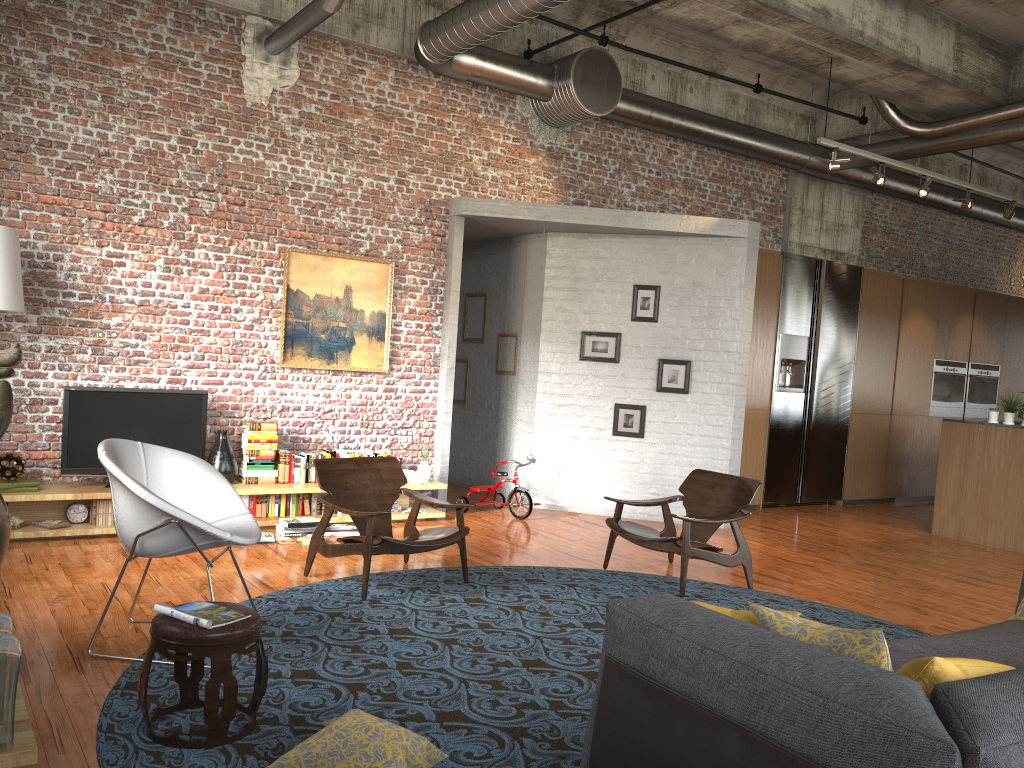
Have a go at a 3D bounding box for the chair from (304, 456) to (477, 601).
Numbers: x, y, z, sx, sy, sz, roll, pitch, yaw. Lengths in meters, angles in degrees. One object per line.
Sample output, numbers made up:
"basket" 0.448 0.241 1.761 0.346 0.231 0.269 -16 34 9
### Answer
"chair" -0.848 0.956 6.093 0.875 0.794 1.041 2 3 -44

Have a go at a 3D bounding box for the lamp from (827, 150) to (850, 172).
"lamp" 3.143 -2.159 8.597 0.260 0.211 0.102 4 3 -4

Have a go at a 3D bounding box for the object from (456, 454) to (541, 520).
"object" 6.370 1.463 8.613 20.842 0.658 8.751 3 2 -34

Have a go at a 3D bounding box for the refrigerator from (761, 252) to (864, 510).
"refrigerator" 3.366 -0.009 11.245 1.518 3.056 1.209 2 4 -34

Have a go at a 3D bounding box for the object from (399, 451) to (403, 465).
"object" -1.083 0.781 8.630 0.057 0.273 0.057 5 3 16

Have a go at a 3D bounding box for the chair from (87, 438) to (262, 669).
"chair" -1.709 0.818 4.554 0.806 1.032 1.056 4 2 5

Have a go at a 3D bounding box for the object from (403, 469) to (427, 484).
"object" -0.923 0.878 8.386 0.251 0.123 0.123 4 2 11

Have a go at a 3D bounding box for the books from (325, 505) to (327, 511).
"books" -1.685 1.087 7.969 0.036 0.156 0.108 2 4 -34

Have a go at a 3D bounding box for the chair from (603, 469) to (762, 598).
"chair" 1.283 1.084 6.705 1.044 0.794 0.873 2 3 -33

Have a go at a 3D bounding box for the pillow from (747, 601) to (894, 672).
"pillow" 0.959 0.858 2.605 0.260 0.447 0.535 2 3 -27

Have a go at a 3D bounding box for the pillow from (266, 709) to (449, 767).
"pillow" -0.559 1.356 3.255 0.503 0.248 0.481 5 2 22

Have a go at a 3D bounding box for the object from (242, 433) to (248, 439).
"object" -2.194 0.454 7.704 0.249 0.032 0.178 3 2 -34

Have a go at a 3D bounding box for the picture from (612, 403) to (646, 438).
"picture" 1.222 0.383 9.248 0.329 0.341 0.015 5 3 16

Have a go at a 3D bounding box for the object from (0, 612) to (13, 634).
"object" -1.644 0.856 2.743 0.163 0.362 0.162 2 4 -31

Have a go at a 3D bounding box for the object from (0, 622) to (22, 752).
"object" -1.515 0.869 2.552 0.163 0.362 0.162 2 4 -36

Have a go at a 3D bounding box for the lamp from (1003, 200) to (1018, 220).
"lamp" 5.838 -2.028 10.404 0.102 0.251 0.165 3 3 -9

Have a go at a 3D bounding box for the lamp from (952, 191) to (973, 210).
"lamp" 5.100 -2.063 9.970 0.102 0.211 0.260 1 3 -39

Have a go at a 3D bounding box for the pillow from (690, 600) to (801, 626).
"pillow" 0.800 0.859 2.895 0.434 0.319 0.168 5 3 30

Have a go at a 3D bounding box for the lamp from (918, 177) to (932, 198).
"lamp" 4.414 -2.097 9.481 0.182 0.241 0.102 2 4 -39

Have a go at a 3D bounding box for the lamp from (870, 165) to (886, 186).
"lamp" 3.756 -2.128 9.075 0.102 0.228 0.198 3 3 -24

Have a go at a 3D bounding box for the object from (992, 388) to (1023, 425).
"object" 5.076 0.223 9.056 0.362 0.382 0.305 4 3 0

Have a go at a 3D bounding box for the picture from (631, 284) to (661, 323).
"picture" 1.382 -0.832 9.160 0.278 0.382 0.015 5 3 14

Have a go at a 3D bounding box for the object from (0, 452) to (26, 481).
"object" -3.731 0.613 6.582 0.215 0.208 0.216 1 3 -45

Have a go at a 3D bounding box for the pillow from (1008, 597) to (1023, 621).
"pillow" 2.498 0.927 3.943 0.260 0.447 0.535 2 3 -27

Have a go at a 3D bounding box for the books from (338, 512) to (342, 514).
"books" -1.581 1.061 8.050 0.040 0.219 0.133 2 4 -34

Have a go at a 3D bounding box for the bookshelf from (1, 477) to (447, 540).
"bookshelf" -2.369 1.036 7.569 3.846 0.359 0.547 3 2 -34

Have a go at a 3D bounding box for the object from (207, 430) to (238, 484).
"object" -2.474 0.621 7.558 0.268 0.456 0.267 4 3 -3

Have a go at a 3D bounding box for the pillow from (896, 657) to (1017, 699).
"pillow" 1.184 0.896 2.482 0.405 0.372 0.228 3 3 -25

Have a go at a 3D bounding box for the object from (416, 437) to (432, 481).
"object" -0.841 0.712 8.555 0.233 0.446 0.197 7 4 43

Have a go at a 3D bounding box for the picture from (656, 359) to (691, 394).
"picture" 1.659 -0.080 9.093 0.329 0.341 0.015 5 3 16

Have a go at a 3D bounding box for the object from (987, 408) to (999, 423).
"object" 5.000 0.326 9.205 0.107 0.158 0.107 4 3 1

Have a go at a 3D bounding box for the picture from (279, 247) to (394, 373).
"picture" -1.609 -0.663 8.219 1.065 1.066 0.040 2 4 -34

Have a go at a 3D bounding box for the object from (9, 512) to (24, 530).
"object" -3.735 1.002 6.497 0.274 0.133 0.182 3 2 -25

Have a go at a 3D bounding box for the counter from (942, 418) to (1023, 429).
"counter" 6.765 0.583 10.218 4.365 0.174 1.242 3 2 -34

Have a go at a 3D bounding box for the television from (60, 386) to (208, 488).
"television" -3.017 0.428 7.103 0.285 0.794 1.090 7 4 43

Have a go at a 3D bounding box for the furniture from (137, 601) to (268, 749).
"furniture" -1.242 1.154 3.585 0.431 0.478 0.431 4 3 11

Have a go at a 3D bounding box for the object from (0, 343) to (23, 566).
"object" -2.438 0.458 3.913 0.456 1.298 0.726 3 3 -22

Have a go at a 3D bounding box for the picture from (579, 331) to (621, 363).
"picture" 0.923 -0.389 9.293 0.426 0.317 0.015 4 3 16

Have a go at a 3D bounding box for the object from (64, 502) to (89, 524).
"object" -3.367 1.000 6.860 0.169 0.172 0.068 2 3 -33

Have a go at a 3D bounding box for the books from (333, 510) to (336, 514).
"books" -1.633 1.075 8.014 0.043 0.186 0.129 2 4 -34

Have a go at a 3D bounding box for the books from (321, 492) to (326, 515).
"books" -1.709 1.052 7.944 0.033 0.225 0.105 2 4 -34

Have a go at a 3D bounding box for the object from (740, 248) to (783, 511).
"object" 2.426 -0.059 10.467 0.911 3.050 0.858 2 4 -34

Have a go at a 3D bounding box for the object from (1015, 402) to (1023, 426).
"object" 5.166 0.296 8.880 0.231 0.258 0.236 4 3 4

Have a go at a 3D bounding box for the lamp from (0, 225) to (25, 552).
"lamp" -3.776 0.032 6.129 0.707 2.247 0.692 3 3 -12
